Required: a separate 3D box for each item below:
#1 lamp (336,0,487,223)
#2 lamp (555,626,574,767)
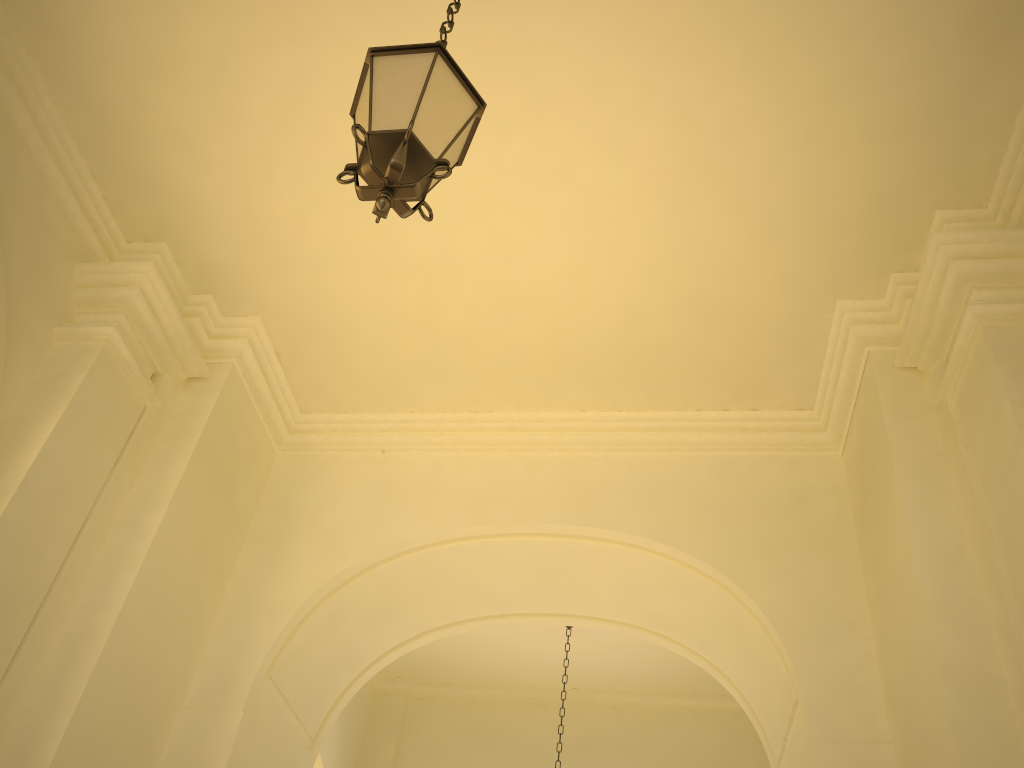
[{"bbox_3d":[-0.273,-1.418,3.545,0.454,2.372,0.537,-22,-50,30],"label":"lamp"},{"bbox_3d":[0.429,3.671,8.292,0.448,3.059,0.545,20,-43,-13],"label":"lamp"}]
